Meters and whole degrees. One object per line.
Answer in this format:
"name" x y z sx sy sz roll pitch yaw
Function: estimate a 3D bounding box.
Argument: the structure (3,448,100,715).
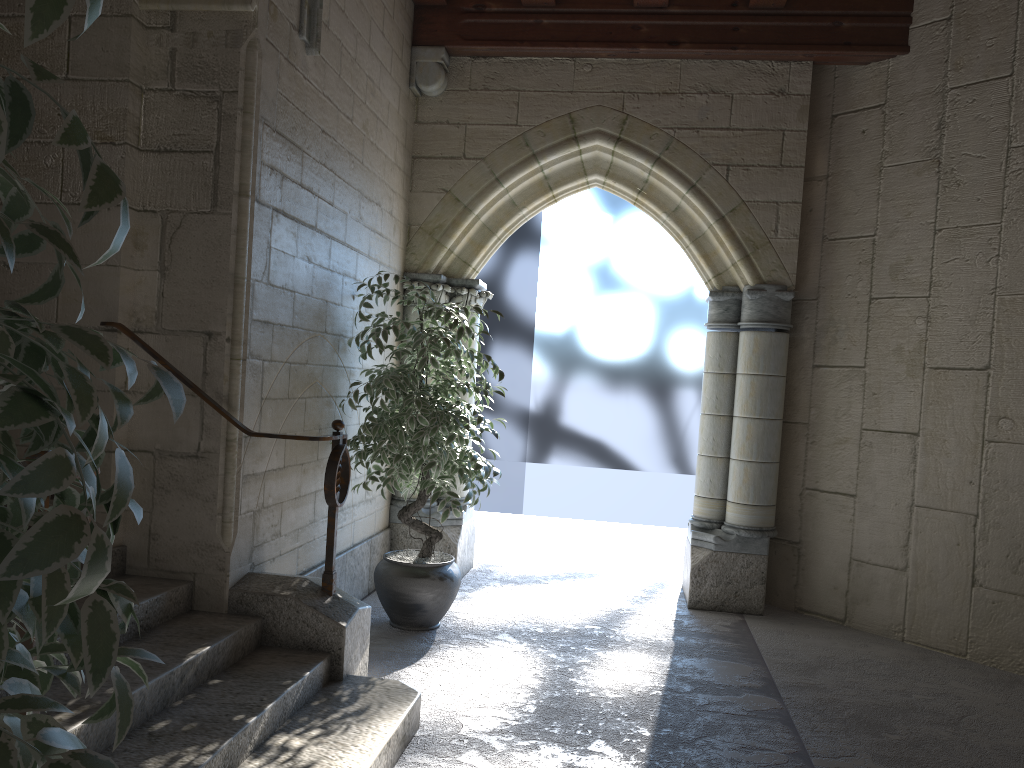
"structure" -1.156 0.436 1.676 0.887 1.264 0.476 4 2 8

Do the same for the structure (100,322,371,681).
"structure" -0.966 0.454 3.072 0.887 1.264 0.472 4 2 8

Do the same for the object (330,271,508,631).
"object" -0.419 0.314 4.055 0.786 1.621 0.750 4 2 4

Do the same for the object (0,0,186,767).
"object" -0.670 0.286 0.711 0.785 1.621 0.751 5 3 39

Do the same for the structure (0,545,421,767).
"structure" -1.633 0.637 2.450 2.572 0.811 1.460 4 0 8
